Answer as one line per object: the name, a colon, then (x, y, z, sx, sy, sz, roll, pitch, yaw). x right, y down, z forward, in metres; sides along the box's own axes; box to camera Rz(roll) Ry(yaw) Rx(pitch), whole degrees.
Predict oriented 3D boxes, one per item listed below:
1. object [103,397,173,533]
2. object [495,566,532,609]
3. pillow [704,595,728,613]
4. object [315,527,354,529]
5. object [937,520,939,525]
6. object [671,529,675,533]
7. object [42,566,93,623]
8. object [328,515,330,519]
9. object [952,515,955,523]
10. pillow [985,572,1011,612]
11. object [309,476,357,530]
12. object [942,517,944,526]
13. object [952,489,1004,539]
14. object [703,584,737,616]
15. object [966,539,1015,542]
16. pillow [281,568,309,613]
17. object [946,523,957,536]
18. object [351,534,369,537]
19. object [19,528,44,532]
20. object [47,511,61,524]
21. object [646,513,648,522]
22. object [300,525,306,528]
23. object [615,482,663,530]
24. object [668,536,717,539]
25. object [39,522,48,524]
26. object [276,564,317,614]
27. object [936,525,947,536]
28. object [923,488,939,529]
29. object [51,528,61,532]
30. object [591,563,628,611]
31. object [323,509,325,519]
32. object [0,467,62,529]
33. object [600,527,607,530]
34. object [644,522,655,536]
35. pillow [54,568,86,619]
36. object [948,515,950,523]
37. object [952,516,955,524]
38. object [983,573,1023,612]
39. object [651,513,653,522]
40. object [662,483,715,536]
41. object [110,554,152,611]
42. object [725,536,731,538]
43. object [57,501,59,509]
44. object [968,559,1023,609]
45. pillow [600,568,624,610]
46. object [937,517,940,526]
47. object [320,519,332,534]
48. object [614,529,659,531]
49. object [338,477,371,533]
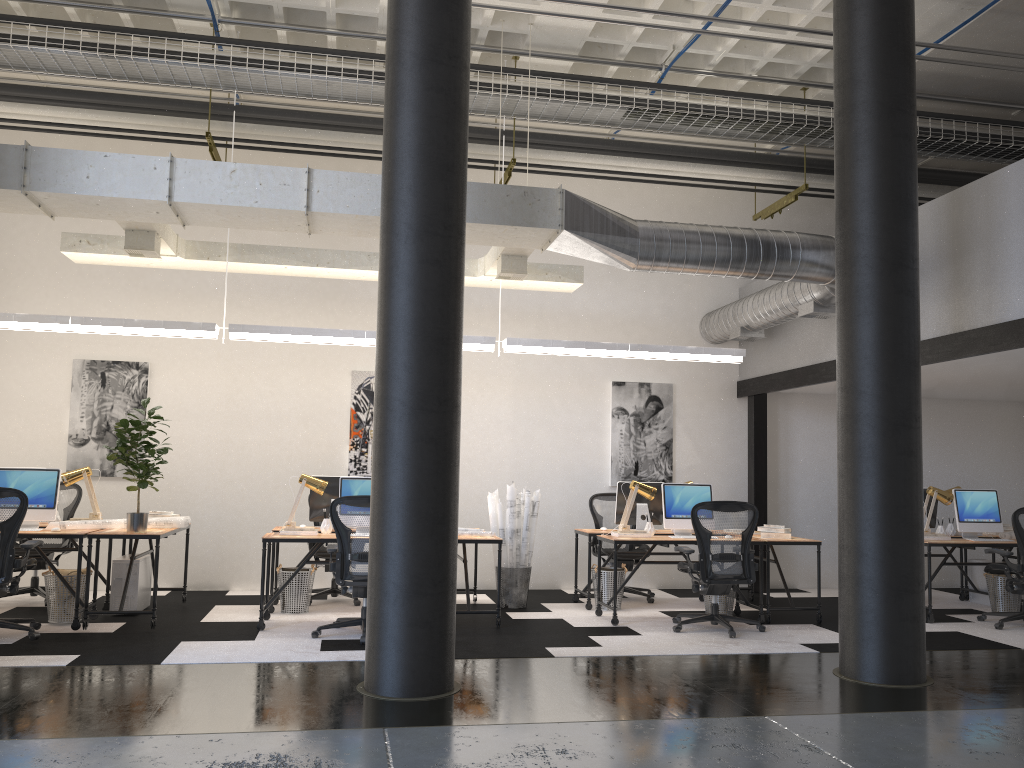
object: (-2.965, 0.630, 7.016, 0.514, 1.076, 0.439, 3, -5, -20)
object: (0.007, 1.935, 8.443, 0.353, 0.398, 0.353, -2, -6, 34)
pillow: (1.895, 1.939, 8.250, 0.239, 0.406, 0.120, 2, -5, -10)
object: (-1.608, 1.332, 8.238, 0.439, 0.017, 0.119, 2, -6, -10)
object: (4.147, 1.394, 8.604, 0.008, 0.207, 0.054, 3, -5, -23)
object: (1.591, 1.381, 8.593, 0.101, 0.126, 0.101, -2, -6, 34)
object: (-3.565, 1.674, 7.092, 0.359, 0.434, 0.353, 3, -5, -14)
object: (-1.566, 1.169, 7.560, 0.054, 0.207, 0.008, 4, -5, -27)
object: (4.505, 1.448, 9.074, 0.054, 0.207, 0.008, -4, -7, 44)
pillow: (4.794, 2.048, 8.723, 0.239, 0.406, 0.120, 2, -5, -10)
object: (-1.587, 1.078, 8.035, 0.484, 0.484, 0.190, 2, -5, -10)
object: (4.171, 1.394, 8.604, 0.054, 0.207, 0.008, 4, -5, -27)
object: (4.505, 1.264, 8.609, 0.484, 0.484, 0.190, 2, -5, -10)
object: (1.905, 1.918, 8.173, 0.359, 0.434, 0.353, 3, -5, -14)
object: (4.516, 1.474, 8.367, 0.439, 0.017, 0.119, 2, -6, -10)
pillow: (-1.908, 1.814, 7.794, 0.239, 0.406, 0.120, 2, -5, -10)
object: (4.490, 1.489, 9.067, 0.101, 0.126, 0.101, -2, -6, 34)
object: (-1.222, 1.249, 7.323, 0.439, 0.017, 0.119, 2, -6, -10)
object: (-3.853, 1.121, 6.813, 0.439, 0.017, 0.119, 2, -6, -10)
object: (-3.879, 1.136, 7.512, 0.101, 0.126, 0.101, -2, -6, 34)
object: (1.247, 1.284, 8.118, 0.054, 0.207, 0.008, -4, -7, 44)
object: (-1.931, 1.313, 8.186, 0.059, 0.029, 0.106, 2, -6, -10)
object: (1.252, 1.195, 8.606, 0.484, 0.484, 0.190, 2, -5, -10)
object: (1.617, 1.366, 7.894, 0.439, 0.017, 0.119, 2, -6, -10)
object: (-4.239, 1.204, 7.728, 0.439, 0.017, 0.119, 2, -6, -10)
object: (-1.917, 1.808, 7.873, 0.359, 0.434, 0.353, 3, -5, -14)
object: (4.158, 1.435, 8.591, 0.101, 0.126, 0.101, -2, -6, 34)
object: (4.150, 1.303, 9.079, 0.484, 0.484, 0.190, 2, -5, -10)
object: (-3.529, 1.127, 6.866, 0.059, 0.029, 0.106, 2, -6, -10)
object: (0.921, 1.925, 8.444, 0.359, 0.434, 0.353, 3, -5, -14)
object: (-1.592, 1.168, 7.547, 0.054, 0.207, 0.008, -4, -7, 44)
object: (-3.863, 0.911, 7.055, 0.484, 0.484, 0.190, 2, -5, -10)
object: (0.908, 1.430, 8.757, 0.059, 0.029, 0.106, 2, -6, -10)
object: (1.260, 1.327, 8.118, 0.101, 0.126, 0.101, -2, -6, 34)
pillow: (-3.575, 1.695, 7.169, 0.239, 0.406, 0.120, 2, -5, -10)
object: (4.479, 1.446, 9.061, 0.054, 0.207, 0.008, 4, -5, -27)
object: (4.503, 1.447, 9.061, 0.008, 0.207, 0.054, 3, -5, -23)
object: (4.804, 2.027, 8.646, 0.359, 0.434, 0.353, 3, -5, -14)
object: (1.272, 1.286, 8.131, 0.054, 0.207, 0.008, 4, -5, -27)
object: (1.606, 1.156, 8.136, 0.484, 0.484, 0.190, 2, -5, -10)
object: (-3.312, 1.735, 7.729, 0.221, 0.454, 0.544, 2, -5, -10)
object: (1.941, 1.371, 7.947, 0.059, 0.029, 0.106, 2, -6, -10)
object: (-3.864, 1.095, 7.519, 0.054, 0.207, 0.008, -4, -7, 44)
object: (5.057, 2.088, 9.283, 0.221, 0.454, 0.544, 2, -5, -10)
pillow: (0.931, 1.930, 8.365, 0.239, 0.406, 0.120, 2, -5, -10)
object: (4.145, 1.393, 8.591, 0.054, 0.207, 0.008, -4, -7, 44)
object: (-1.579, 1.210, 7.547, 0.101, 0.126, 0.101, -2, -6, 34)
object: (1.231, 1.448, 8.809, 0.439, 0.017, 0.119, 2, -6, -10)
object: (-1.232, 1.039, 7.565, 0.484, 0.484, 0.190, 2, -5, -10)
